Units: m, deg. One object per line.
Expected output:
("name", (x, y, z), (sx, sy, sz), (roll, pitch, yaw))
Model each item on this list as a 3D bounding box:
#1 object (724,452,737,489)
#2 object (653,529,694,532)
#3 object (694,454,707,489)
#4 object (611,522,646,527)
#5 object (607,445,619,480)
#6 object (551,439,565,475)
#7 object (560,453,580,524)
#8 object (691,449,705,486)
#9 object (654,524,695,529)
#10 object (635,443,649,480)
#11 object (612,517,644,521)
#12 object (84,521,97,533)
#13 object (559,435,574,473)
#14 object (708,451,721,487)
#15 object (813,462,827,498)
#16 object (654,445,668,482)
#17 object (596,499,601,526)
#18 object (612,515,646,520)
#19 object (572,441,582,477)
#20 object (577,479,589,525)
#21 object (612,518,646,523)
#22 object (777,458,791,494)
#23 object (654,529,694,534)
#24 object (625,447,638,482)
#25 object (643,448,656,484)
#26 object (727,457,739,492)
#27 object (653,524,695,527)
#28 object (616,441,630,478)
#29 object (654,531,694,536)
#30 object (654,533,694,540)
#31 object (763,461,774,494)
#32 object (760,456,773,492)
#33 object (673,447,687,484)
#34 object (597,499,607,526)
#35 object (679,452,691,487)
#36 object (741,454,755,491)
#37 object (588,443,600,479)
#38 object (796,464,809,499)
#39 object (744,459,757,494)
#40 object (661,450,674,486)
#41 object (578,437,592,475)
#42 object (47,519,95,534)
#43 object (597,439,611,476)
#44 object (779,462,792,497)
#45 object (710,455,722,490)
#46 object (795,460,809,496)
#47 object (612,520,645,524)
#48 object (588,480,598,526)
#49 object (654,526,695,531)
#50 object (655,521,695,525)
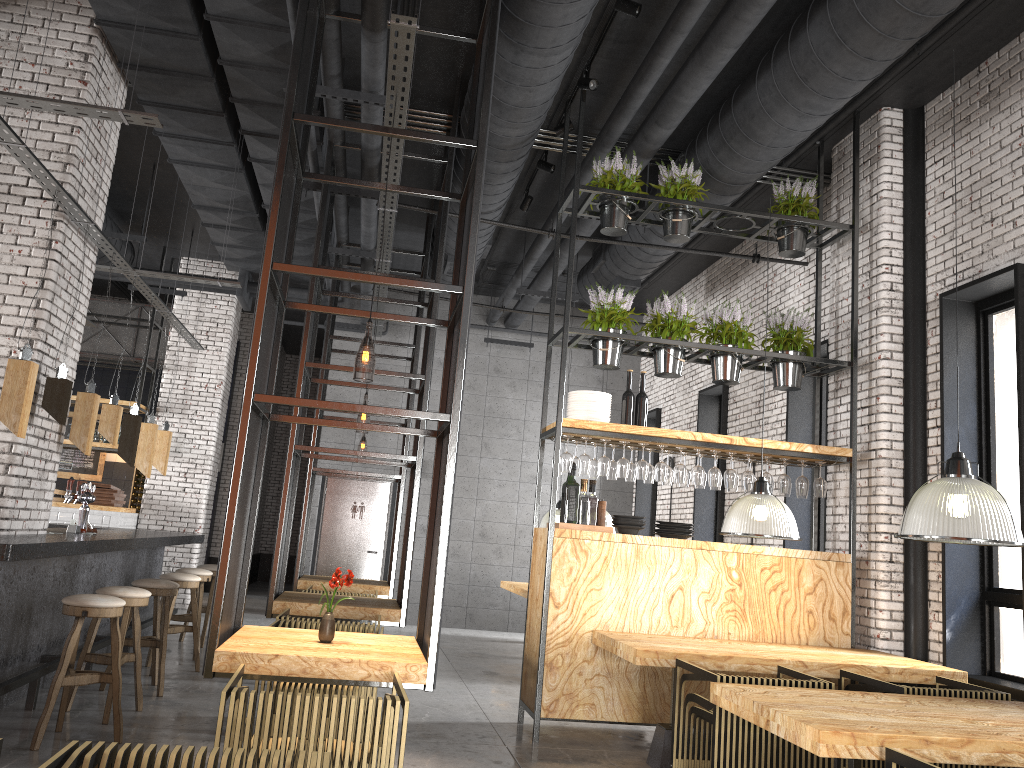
("object", (1.655, 0.655, 6.708), (0.101, 0.268, 0.100), (-1, -12, 27))
("object", (1.220, 1.118, 6.688), (0.305, 0.047, 0.305), (-3, -13, 38))
("object", (1.481, 0.686, 6.967), (0.101, 0.268, 0.100), (-1, -12, 27))
("object", (0.872, 1.078, 6.655), (0.257, 0.076, 0.256), (6, -10, -9))
("object", (0.781, 0.607, 6.861), (0.101, 0.268, 0.100), (-1, -12, 27))
("object", (0.355, 0.560, 6.797), (0.101, 0.268, 0.100), (-1, -12, 27))
("object", (0.435, 0.786, 6.566), (0.106, 0.556, 0.156), (7, -11, -9))
("object", (1.400, 0.627, 6.670), (0.101, 0.268, 0.100), (-1, -12, 27))
("object", (1.224, 1.089, 6.694), (0.306, 0.038, 0.305), (6, -10, -7))
("object", (0.973, 0.579, 6.605), (0.101, 0.268, 0.100), (-1, -12, 27))
("object", (0.875, 1.049, 6.661), (0.257, 0.072, 0.256), (6, -10, -9))
("object", (-3.606, 1.222, 7.589), (0.091, 0.091, 0.177), (12, -12, -33))
("object", (0.403, 0.515, 6.520), (0.101, 0.268, 0.100), (-1, -12, 27))
("object", (1.529, 0.641, 6.689), (0.101, 0.268, 0.100), (-1, -12, 27))
("object", (2.370, 0.735, 6.815), (0.101, 0.268, 0.100), (0, -12, 22))
("object", (1.118, 0.595, 6.627), (0.101, 0.268, 0.100), (-1, -12, 27))
("object", (0.652, 0.992, 6.660), (0.056, 0.250, 0.055), (8, -11, -16))
("object", (0.878, 1.024, 6.666), (0.257, 0.077, 0.256), (-1, -11, 28))
("object", (0.491, 0.575, 6.818), (0.101, 0.268, 0.100), (-1, -12, 27))
("object", (0.526, 0.891, 6.577), (0.070, 0.369, 0.107), (7, -11, -9))
("object", (0.875, 1.053, 6.659), (0.256, 0.072, 0.256), (12, -12, -36))
("object", (2.080, 0.703, 6.772), (0.101, 0.268, 0.100), (0, -12, 22))
("object", (1.220, 1.127, 6.686), (0.306, 0.044, 0.304), (6, -10, -8))
("object", (0.926, 0.624, 6.883), (0.101, 0.268, 0.100), (-1, -12, 27))
("object", (1.070, 0.640, 6.905), (0.101, 0.268, 0.100), (-1, -12, 27))
("object", (1.743, 0.715, 7.006), (0.101, 0.268, 0.100), (-1, -12, 27))
("object", (1.224, 1.078, 6.697), (0.305, 0.049, 0.304), (2, -10, 16))
("object", (0.828, 0.563, 6.584), (0.101, 0.268, 0.100), (-1, -12, 27))
("object", (1.219, 1.141, 6.682), (0.306, 0.041, 0.304), (3, -10, 9))
("object", (1.218, 1.152, 6.681), (0.306, 0.035, 0.305), (-1, -11, 28))
("object", (2.033, 0.748, 7.050), (0.101, 0.268, 0.100), (0, -12, 22))
("object", (1.936, 0.687, 6.750), (0.101, 0.268, 0.100), (0, -12, 22))
("object", (1.263, 0.611, 6.649), (0.101, 0.268, 0.100), (-1, -12, 27))
("object", (0.666, 0.979, 6.576), (0.056, 0.250, 0.055), (8, -11, -16))
("object", (1.352, 0.671, 6.947), (0.101, 0.268, 0.100), (-1, -12, 27))
("object", (1.791, 0.670, 6.728), (0.101, 0.268, 0.100), (-1, -12, 27))
("object", (0.636, 0.591, 6.840), (0.101, 0.268, 0.100), (-1, -12, 27))
("object", (2.322, 0.780, 7.093), (0.101, 0.268, 0.100), (0, -12, 22))
("object", (1.888, 0.731, 7.028), (0.101, 0.268, 0.100), (0, -12, 22))
("object", (1.215, 0.656, 6.927), (0.101, 0.268, 0.100), (-1, -12, 27))
("object", (0.539, 0.530, 6.540), (0.101, 0.268, 0.100), (-1, -12, 27))
("object", (-3.384, 1.095, 6.801), (0.200, 0.106, 0.764), (6, -10, -9))
("object", (0.683, 0.546, 6.562), (0.101, 0.268, 0.100), (-1, -12, 27))
("object", (2.178, 0.764, 7.071), (0.101, 0.268, 0.100), (0, -12, 22))
("object", (1.607, 0.700, 6.986), (0.101, 0.268, 0.100), (-1, -12, 27))
("object", (2.225, 0.719, 6.794), (0.101, 0.268, 0.100), (0, -12, 22))
("object", (0.873, 1.070, 6.657), (0.257, 0.076, 0.256), (2, -10, 17))
("object", (0.590, 0.898, 6.587), (0.070, 0.369, 0.107), (7, -11, -9))
("object", (1.223, 1.104, 6.690), (0.305, 0.042, 0.305), (-3, -13, 38))
("object", (1.226, 1.064, 6.700), (0.305, 0.040, 0.305), (10, -11, -25))
